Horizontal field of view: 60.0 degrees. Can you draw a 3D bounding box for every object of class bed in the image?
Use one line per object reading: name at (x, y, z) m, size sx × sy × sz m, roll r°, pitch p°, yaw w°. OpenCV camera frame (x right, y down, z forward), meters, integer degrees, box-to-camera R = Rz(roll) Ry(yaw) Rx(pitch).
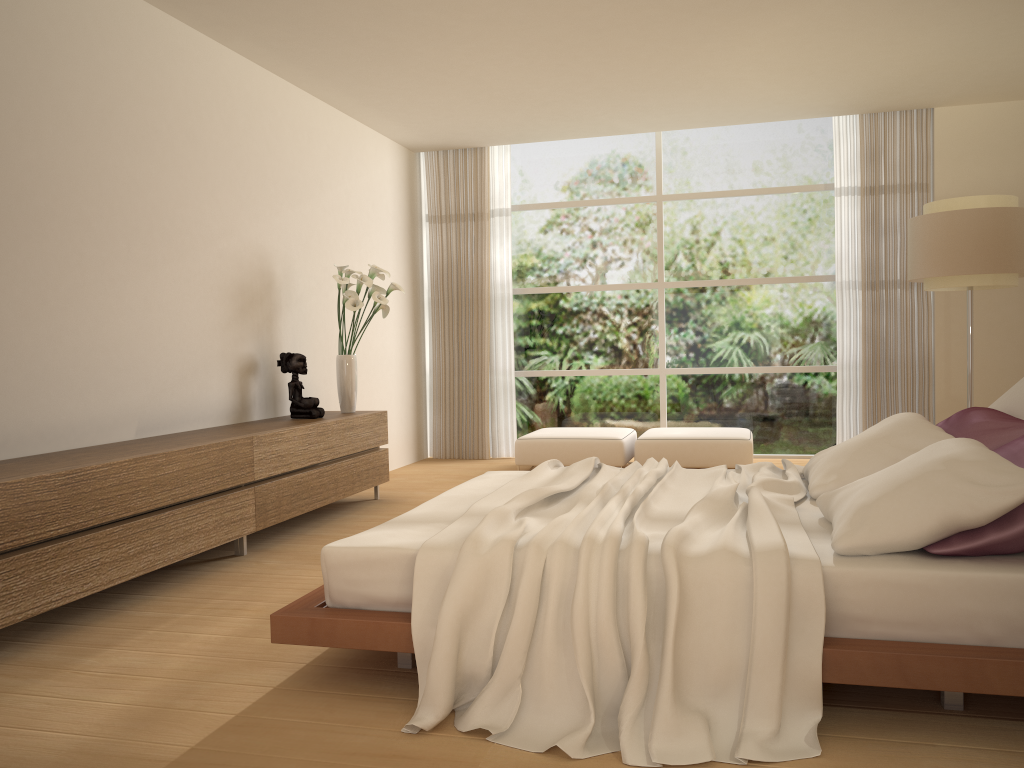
bed at (0.695, 0.661, 3.541) m, size 2.535 × 0.570 × 2.599 m, roll -1°, pitch 2°, yaw 15°

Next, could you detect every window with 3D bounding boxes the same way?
window at (1.459, -0.965, 8.675) m, size 4.781 × 3.371 × 0.071 m, roll -1°, pitch 2°, yaw 15°

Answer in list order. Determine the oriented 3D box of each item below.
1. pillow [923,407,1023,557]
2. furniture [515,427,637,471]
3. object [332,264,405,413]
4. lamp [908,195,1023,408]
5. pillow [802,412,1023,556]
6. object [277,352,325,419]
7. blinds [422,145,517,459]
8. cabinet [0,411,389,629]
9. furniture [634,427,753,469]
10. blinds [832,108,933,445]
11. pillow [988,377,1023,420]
pillow at (1.694, 0.307, 3.303) m, size 0.575 × 0.369 × 1.683 m, roll -1°, pitch 2°, yaw 15°
furniture at (0.598, 0.597, 7.977) m, size 0.965 × 0.346 × 0.964 m, roll -1°, pitch 2°, yaw 15°
object at (-1.072, -0.335, 6.433) m, size 0.515 × 1.085 × 0.608 m, roll -3°, pitch 3°, yaw -27°
lamp at (3.123, -0.223, 6.039) m, size 0.817 × 2.018 × 0.817 m, roll -3°, pitch 3°, yaw -32°
pillow at (1.432, 0.325, 3.368) m, size 0.561 × 0.339 × 1.720 m, roll -1°, pitch 2°, yaw 15°
object at (-1.429, 0.008, 6.034) m, size 0.282 × 0.453 × 0.181 m, roll -1°, pitch 2°, yaw 15°
blinds at (-0.445, -0.919, 8.926) m, size 0.950 × 3.352 × 0.211 m, roll -1°, pitch 2°, yaw 14°
cabinet at (-1.692, 0.617, 4.938) m, size 0.588 × 0.662 × 3.713 m, roll -1°, pitch 2°, yaw 15°
furniture at (1.597, 0.583, 7.706) m, size 0.965 × 0.346 × 0.964 m, roll -1°, pitch 2°, yaw 15°
blinds at (3.288, -0.968, 7.860) m, size 0.814 × 3.351 × 0.202 m, roll -1°, pitch 2°, yaw 14°
pillow at (2.012, 0.230, 3.224) m, size 0.461 × 0.457 × 1.779 m, roll -1°, pitch 2°, yaw 14°
